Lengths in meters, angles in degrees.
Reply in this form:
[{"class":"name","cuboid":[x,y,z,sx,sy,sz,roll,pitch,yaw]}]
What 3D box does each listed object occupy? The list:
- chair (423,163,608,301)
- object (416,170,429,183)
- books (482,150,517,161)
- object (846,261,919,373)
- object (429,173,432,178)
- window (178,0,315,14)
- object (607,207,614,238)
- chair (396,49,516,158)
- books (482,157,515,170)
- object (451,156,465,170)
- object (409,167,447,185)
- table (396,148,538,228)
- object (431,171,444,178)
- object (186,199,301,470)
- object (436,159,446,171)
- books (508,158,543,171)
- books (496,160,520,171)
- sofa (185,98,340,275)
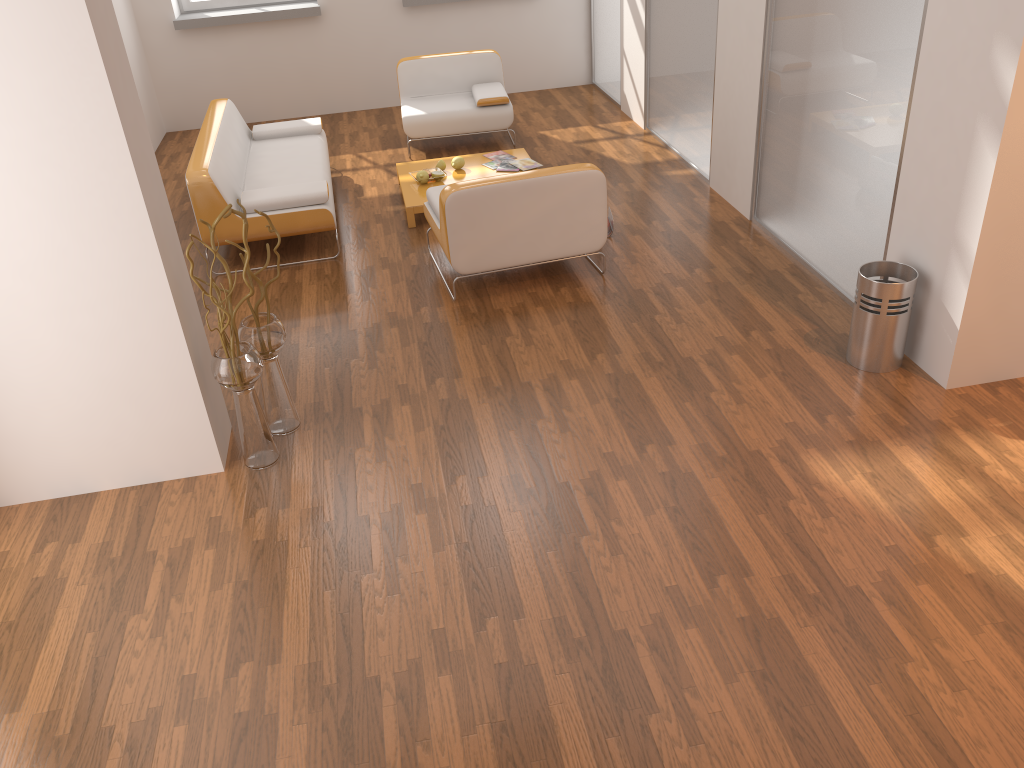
[{"class":"chair","cuboid":[-0.008,-1.016,5.228,0.923,0.661,0.825,-11,32,-11]},{"class":"object","cuboid":[-0.633,-1.472,6.303,0.102,0.095,0.101,-27,38,-32]},{"class":"books","cuboid":[-0.096,-1.732,6.753,0.171,0.004,0.249,-20,35,-23]},{"class":"object","cuboid":[1.687,-0.307,4.056,0.248,0.450,0.248,16,37,30]},{"class":"object","cuboid":[-0.624,-1.500,6.395,0.134,0.037,0.061,-5,31,-1]},{"class":"window","cuboid":[-2.580,-4.363,8.103,1.308,1.737,0.142,-9,32,-7]},{"class":"object","cuboid":[0.543,-1.090,5.706,0.189,0.217,0.281,-4,31,1]},{"class":"chair","cuboid":[-0.491,-2.408,7.565,0.923,0.661,0.825,-7,31,-4]},{"class":"books","cuboid":[-0.084,-1.644,6.607,0.249,0.004,0.171,-23,36,-28]},{"class":"object","cuboid":[-0.399,-1.631,6.542,0.105,0.091,0.103,-12,32,-12]},{"class":"object","cuboid":[-0.604,-1.487,6.376,0.227,0.048,0.227,-14,33,-16]},{"class":"table","cuboid":[-0.305,-1.449,6.465,1.000,0.150,1.000,-9,32,-7]},{"class":"object","cuboid":[-0.530,-1.487,6.354,0.092,0.065,0.091,22,40,36]},{"class":"object","cuboid":[-1.088,-0.162,3.548,0.284,1.112,0.655,2,32,11]},{"class":"object","cuboid":[-0.526,-1.609,6.527,0.080,0.087,0.094,6,33,17]},{"class":"books","cuboid":[0.100,-1.618,6.524,0.171,0.004,0.249,-18,34,-21]},{"class":"books","cuboid":[-0.009,-1.608,6.530,0.171,0.004,0.249,3,32,13]},{"class":"sofa","cuboid":[-1.714,-1.519,6.276,0.825,0.661,2.010,-10,32,-8]}]
